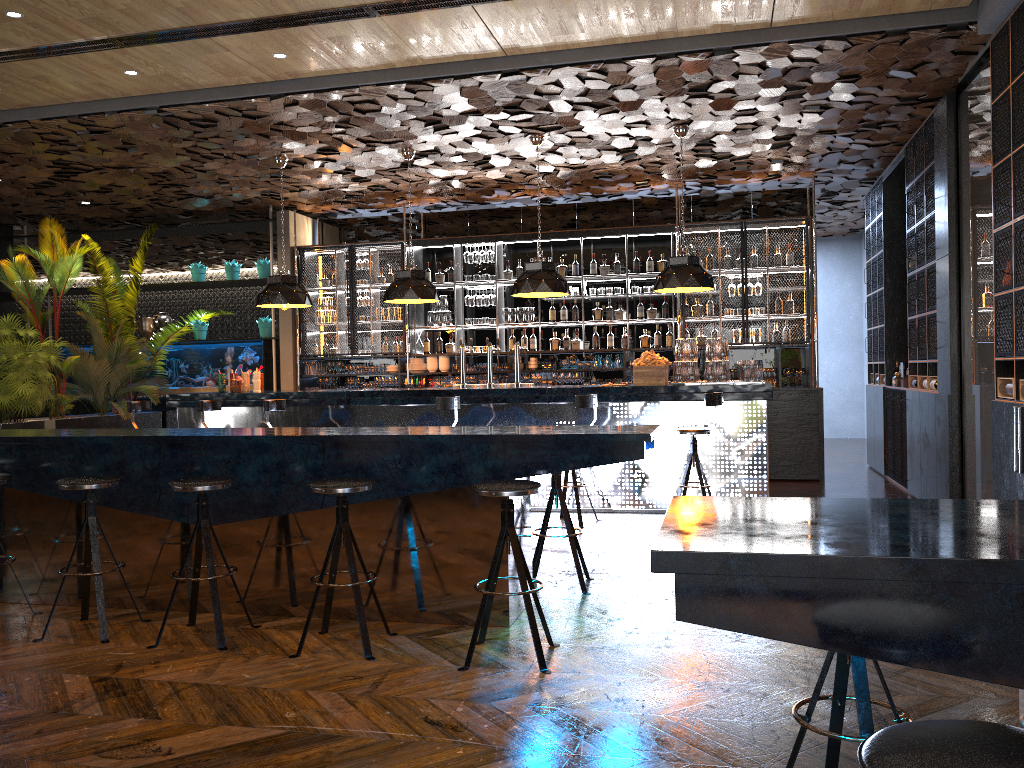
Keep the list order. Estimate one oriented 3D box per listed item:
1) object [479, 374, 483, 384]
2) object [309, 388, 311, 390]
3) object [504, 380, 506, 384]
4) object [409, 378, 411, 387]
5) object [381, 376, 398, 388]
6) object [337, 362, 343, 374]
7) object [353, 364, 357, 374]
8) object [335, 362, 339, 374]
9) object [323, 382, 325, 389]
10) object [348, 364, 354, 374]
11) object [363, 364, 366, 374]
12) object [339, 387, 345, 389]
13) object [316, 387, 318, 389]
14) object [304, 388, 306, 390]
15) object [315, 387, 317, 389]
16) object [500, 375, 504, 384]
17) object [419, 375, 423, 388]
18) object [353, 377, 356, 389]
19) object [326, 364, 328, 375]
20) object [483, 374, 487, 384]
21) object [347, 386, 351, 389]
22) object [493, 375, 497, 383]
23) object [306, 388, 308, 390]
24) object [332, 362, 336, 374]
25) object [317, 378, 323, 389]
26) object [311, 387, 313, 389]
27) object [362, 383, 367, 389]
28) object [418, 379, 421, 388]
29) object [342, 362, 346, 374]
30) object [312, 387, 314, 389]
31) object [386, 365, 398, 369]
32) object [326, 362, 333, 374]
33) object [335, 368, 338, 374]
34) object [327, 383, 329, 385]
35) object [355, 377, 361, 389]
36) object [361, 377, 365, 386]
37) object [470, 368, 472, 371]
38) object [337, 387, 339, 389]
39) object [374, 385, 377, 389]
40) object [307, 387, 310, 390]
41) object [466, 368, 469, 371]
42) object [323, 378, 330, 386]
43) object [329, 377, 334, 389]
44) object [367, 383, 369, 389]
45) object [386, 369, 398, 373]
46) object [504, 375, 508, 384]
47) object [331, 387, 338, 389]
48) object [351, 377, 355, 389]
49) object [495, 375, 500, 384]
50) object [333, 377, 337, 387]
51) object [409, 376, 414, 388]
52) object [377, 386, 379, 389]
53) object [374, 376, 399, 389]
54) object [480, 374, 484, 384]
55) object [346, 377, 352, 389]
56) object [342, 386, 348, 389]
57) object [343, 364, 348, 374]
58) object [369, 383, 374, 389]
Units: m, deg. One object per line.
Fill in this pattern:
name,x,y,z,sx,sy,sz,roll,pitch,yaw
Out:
object,-0.403,-0.011,11.533,0.071,0.226,0.071,-1,1,-15
object,-2.746,0.098,12.077,0.031,0.098,0.031,-2,1,-38
object,-0.076,-0.014,11.587,0.071,0.217,0.071,-1,1,22
object,-1.352,0.003,11.896,0.073,0.229,0.073,-1,1,2
object,-1.610,0.008,12.076,0.376,0.227,0.186,-1,1,12
object,-2.317,-0.216,11.929,0.087,0.170,0.087,-2,1,-26
object,-2.145,-0.203,12.040,0.081,0.132,0.081,-1,1,-15
object,-2.356,-0.217,12.032,0.087,0.170,0.087,-2,1,-26
object,-2.569,0.027,12.133,0.091,0.227,0.091,-2,1,-37
object,-2.170,-0.200,11.923,0.081,0.132,0.081,-1,1,-15
object,-2.016,-0.204,12.053,0.074,0.131,0.074,-1,1,26
object,-2.291,0.086,11.951,0.093,0.101,0.093,-2,1,-24
object,-2.699,0.094,12.260,0.031,0.098,0.031,-2,1,-45
object,-2.821,0.099,12.106,0.028,0.097,0.028,-1,1,3
object,-2.708,0.095,12.226,0.031,0.098,0.031,-1,1,35
object,-0.124,-0.012,11.513,0.071,0.217,0.071,-1,1,22
object,-1.200,0.001,11.800,0.073,0.229,0.073,-1,1,2
object,-2.155,0.018,12.081,0.077,0.229,0.088,-1,1,29
object,-2.579,-0.208,12.322,0.051,0.152,0.058,-2,1,-26
object,-0.341,-0.011,11.477,0.071,0.226,0.071,-1,1,-15
object,-2.244,0.082,12.153,0.093,0.101,0.093,-1,1,28
object,-0.238,-0.009,11.484,0.092,0.218,0.092,-2,1,-26
object,-2.789,0.099,12.070,0.033,0.101,0.033,-1,1,38
object,-2.434,-0.216,12.090,0.087,0.170,0.087,-2,1,-26
object,-2.597,0.029,12.028,0.091,0.227,0.091,-2,1,-24
object,-2.738,0.097,12.114,0.031,0.098,0.031,-1,1,-13
object,-1.980,0.058,11.916,0.074,0.146,0.065,-1,1,-10
object,-1.238,0.001,11.876,0.073,0.229,0.073,-1,1,2
object,-2.322,-0.219,12.173,0.087,0.170,0.087,-2,1,-26
object,-2.725,0.096,12.153,0.031,0.098,0.031,-2,1,-25
object,-1.572,-0.218,11.834,0.209,0.060,0.211,-2,1,-32
object,-2.462,-0.214,11.975,0.087,0.170,0.087,-2,1,-26
object,-2.406,-0.218,12.206,0.087,0.170,0.087,-2,1,-26
object,-2.545,0.025,12.265,0.091,0.227,0.091,-1,1,17
object,-2.074,0.018,11.973,0.088,0.229,0.077,-1,1,13
object,-2.042,0.015,12.091,0.088,0.229,0.077,-1,1,15
object,-0.550,-0.190,11.673,0.049,0.048,0.044,-1,1,1
object,-2.372,0.086,12.079,0.093,0.101,0.093,-2,1,-26
object,-1.862,0.054,12.002,0.065,0.146,0.074,-1,1,36
object,-2.777,0.098,12.113,0.033,0.101,0.033,-1,1,-6
object,-0.581,-0.188,11.570,0.044,0.048,0.049,-2,1,-34
object,-2.506,0.027,12.004,0.091,0.227,0.091,-1,1,36
object,-2.479,0.025,12.104,0.091,0.227,0.091,-2,1,-23
object,-1.958,0.056,12.018,0.065,0.146,0.074,-1,1,26
object,-1.572,-0.177,11.835,0.211,0.060,0.209,-2,1,-27
object,-0.072,-0.012,11.461,0.071,0.217,0.071,-1,1,22
object,-2.397,0.088,11.976,0.093,0.101,0.093,-1,1,-18
object,-2.171,0.019,12.001,0.088,0.229,0.077,-2,1,-27
object,-0.197,-0.011,11.586,0.092,0.218,0.092,-2,1,-26
object,-2.448,0.023,12.217,0.091,0.227,0.091,-2,1,-24
object,-1.332,0.004,11.813,0.073,0.229,0.073,-1,1,2
object,-1.834,0.052,12.101,0.074,0.146,0.065,-1,1,36
object,-1.656,0.012,11.885,0.376,0.227,0.186,-1,1,12
object,-0.385,-0.012,11.616,0.071,0.226,0.071,-1,1,-15
object,-2.193,0.021,11.912,0.088,0.229,0.077,-1,1,27
object,-2.272,0.084,12.056,0.093,0.101,0.093,-1,1,34
object,-2.238,-0.200,11.993,0.081,0.132,0.081,-1,1,-15
object,-1.886,0.056,11.898,0.074,0.146,0.065,-1,1,8
